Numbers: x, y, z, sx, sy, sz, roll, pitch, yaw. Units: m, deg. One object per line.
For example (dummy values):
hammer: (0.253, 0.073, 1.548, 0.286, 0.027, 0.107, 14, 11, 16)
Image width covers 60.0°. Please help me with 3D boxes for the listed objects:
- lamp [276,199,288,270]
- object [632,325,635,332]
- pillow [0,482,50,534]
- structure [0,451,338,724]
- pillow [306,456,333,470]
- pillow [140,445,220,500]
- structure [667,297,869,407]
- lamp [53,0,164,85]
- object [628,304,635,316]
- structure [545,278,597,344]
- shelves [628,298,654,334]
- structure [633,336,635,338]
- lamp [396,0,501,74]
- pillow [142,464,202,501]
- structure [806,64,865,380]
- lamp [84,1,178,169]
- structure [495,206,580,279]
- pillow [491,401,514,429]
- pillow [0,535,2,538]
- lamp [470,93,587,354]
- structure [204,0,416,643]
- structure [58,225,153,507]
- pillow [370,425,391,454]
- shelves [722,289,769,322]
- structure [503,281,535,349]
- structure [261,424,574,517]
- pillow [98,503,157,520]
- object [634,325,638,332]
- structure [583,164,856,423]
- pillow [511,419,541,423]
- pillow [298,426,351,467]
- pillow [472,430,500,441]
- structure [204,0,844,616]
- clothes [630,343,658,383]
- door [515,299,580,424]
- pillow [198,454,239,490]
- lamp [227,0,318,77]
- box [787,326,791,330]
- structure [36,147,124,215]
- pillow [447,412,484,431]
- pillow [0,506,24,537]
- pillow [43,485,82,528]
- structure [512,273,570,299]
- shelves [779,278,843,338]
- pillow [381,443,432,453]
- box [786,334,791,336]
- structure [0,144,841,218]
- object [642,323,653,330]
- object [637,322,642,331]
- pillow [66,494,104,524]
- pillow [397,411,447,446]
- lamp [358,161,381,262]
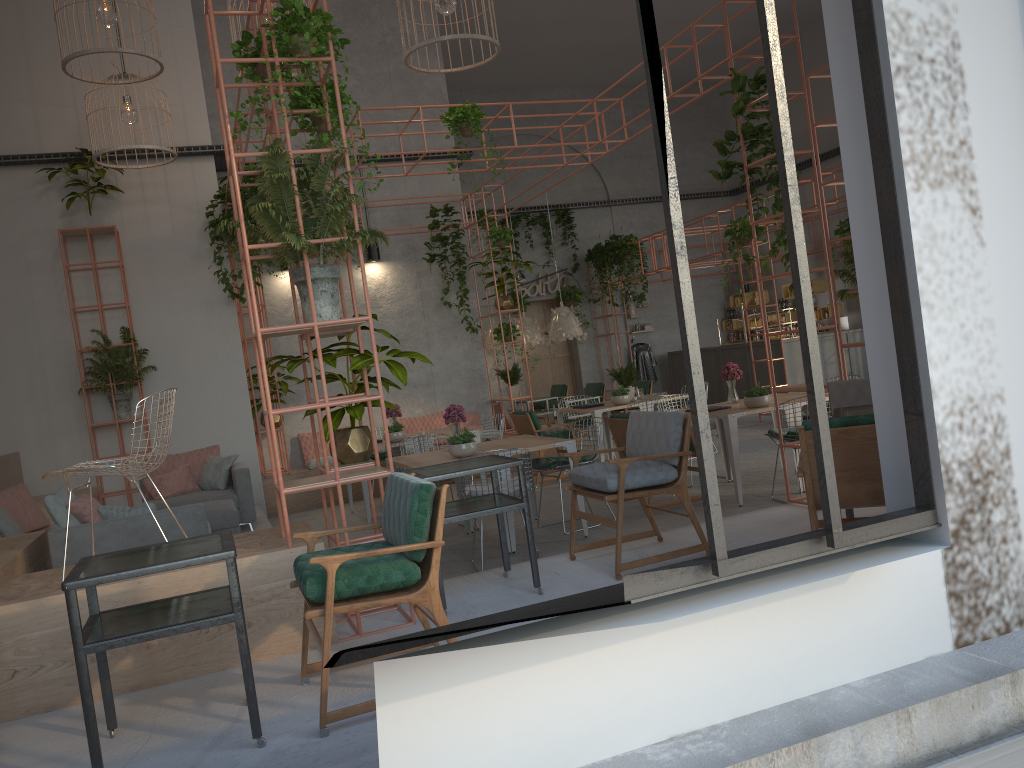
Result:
lamp: (-3.188, -2.291, 12.213, 0.179, 1.425, 0.185, -9, 2, -19)
object: (2.695, -1.243, 19.772, 0.055, 0.164, 0.092, -8, 2, -1)
pillow: (-4.766, 1.216, 8.461, 0.276, 0.474, 0.839, -8, 2, 1)
structure: (-3.424, 1.135, 6.567, 3.396, 1.111, 9.152, -9, 2, -19)
pillow: (-2.443, 1.046, 11.984, 0.637, 0.149, 0.491, -9, 2, -18)
pillow: (-3.609, 0.968, 9.723, 0.836, 0.476, 0.273, -9, 2, -19)
structure: (5.337, -0.697, 18.107, 2.579, 2.022, 4.057, -9, 2, -19)
lamp: (-3.987, -4.687, 8.298, 0.883, 3.476, 0.883, -7, 2, 33)
object: (2.661, -1.678, 19.752, 0.136, 0.336, 0.145, -8, 2, -5)
structure: (1.230, -1.605, 19.452, 0.950, 1.527, 0.921, -9, 2, -21)
shelves: (2.862, -1.544, 19.806, 0.560, 0.790, 0.186, -9, 2, -19)
structure: (2.727, -1.054, 19.834, 0.066, 0.044, 0.019, -9, 2, -19)
lamp: (-0.782, -4.705, 8.033, 0.883, 3.476, 0.883, -7, 2, 33)
pillow: (-3.622, 1.044, 9.433, 0.479, 0.317, 0.441, -9, 2, -38)
structure: (3.076, -0.858, 7.417, 0.624, 3.602, 0.424, -9, 2, -19)
lamp: (-4.464, -4.246, 9.903, 0.883, 3.476, 0.883, -7, 2, 33)
structure: (0.530, -2.979, 19.018, 1.939, 1.514, 0.856, -9, 2, -25)
pillow: (-0.257, 0.499, 13.835, 0.276, 0.474, 0.839, -9, 2, -29)
pillow: (-4.342, 1.193, 7.253, 0.276, 0.474, 0.839, -9, 2, -29)
lamp: (0.017, -2.631, 15.993, 0.704, 4.052, 4.456, -9, 2, -19)
structure: (-1.035, -0.409, 4.869, 0.748, 3.623, 0.722, -9, 2, -19)
structure: (-4.790, -0.057, 10.613, 0.624, 3.596, 0.424, -9, 2, -19)
pillow: (-1.927, 0.816, 12.596, 0.666, 0.385, 0.289, -9, 2, -24)
shelves: (5.354, -1.116, 19.737, 0.328, 1.838, 1.750, -9, 2, -19)
structure: (0.008, -1.441, 18.975, 0.921, 1.527, 0.950, -8, 2, 14)
structure: (-2.091, 1.212, 14.850, 4.386, 0.500, 5.831, -9, 2, -19)
pillow: (-2.770, 1.024, 6.567, 0.499, 0.324, 0.307, -7, 2, 16)
object: (2.764, -1.246, 19.774, 0.063, 0.151, 0.063, -9, 2, -33)
structure: (5.863, -1.442, 13.320, 4.157, 4.247, 14.689, -9, 2, -19)
pillow: (0.128, 0.625, 14.081, 0.491, 0.149, 0.637, -9, 2, -18)
pillow: (-2.540, 0.859, 12.402, 0.839, 0.474, 0.276, -9, 2, -29)
pillow: (-0.515, 0.756, 12.666, 0.637, 0.149, 0.491, -9, 2, -18)
structure: (-1.788, -0.907, 12.316, 4.501, 4.345, 14.096, -9, 2, -21)
clothes: (2.959, -0.432, 19.820, 0.625, 0.997, 0.366, -9, 2, -39)
door: (0.628, -0.466, 19.879, 1.360, 2.729, 0.551, -9, 2, -19)
pillow: (-3.185, 0.961, 9.530, 0.495, 0.349, 0.308, -7, 2, 30)
lamp: (-2.723, -5.116, 9.378, 0.883, 3.476, 0.883, -7, 2, 33)
box: (5.752, -1.144, 18.367, 0.058, 0.093, 0.122, -8, 2, -8)
structure: (-5.003, -2.391, 10.434, 0.934, 0.803, 0.903, -6, 2, 42)
pillow: (-0.730, 0.636, 13.019, 0.666, 0.385, 0.289, -9, 2, -24)
pillow: (-4.538, 1.248, 7.895, 0.289, 0.385, 0.666, -9, 2, -24)
pillow: (-3.285, 1.011, 6.651, 0.276, 0.474, 0.839, -9, 2, -19)
structure: (0.606, -2.147, 19.141, 1.312, 0.505, 0.063, -9, 2, -19)
shelves: (5.989, -1.152, 17.926, 0.328, 1.838, 1.750, -9, 2, -19)
pillow: (-1.465, 0.899, 12.330, 0.637, 0.149, 0.491, -9, 2, -18)
box: (5.728, -1.047, 18.353, 0.058, 0.093, 0.122, -9, 2, -19)
structure: (0.651, -3.546, 11.234, 15.603, 0.110, 15.203, -9, 2, -19)
object: (3.042, -1.282, 19.881, 0.219, 0.149, 0.129, -9, 2, -19)
object: (2.837, -1.284, 19.810, 0.081, 0.204, 0.081, -9, 2, -19)
pillow: (-3.136, 1.021, 6.689, 0.289, 0.385, 0.666, -9, 2, -19)
pillow: (-1.330, 0.678, 12.784, 0.839, 0.474, 0.276, -8, 2, 1)
lamp: (-2.060, -2.461, 12.612, 0.179, 1.425, 0.185, -9, 2, -19)
